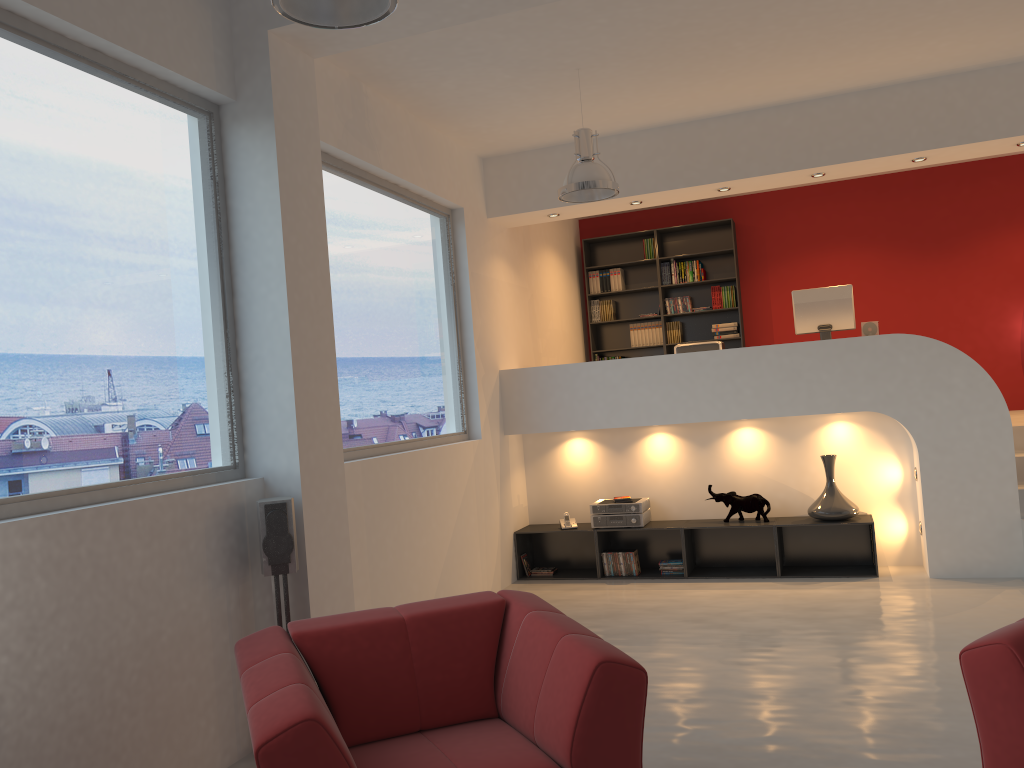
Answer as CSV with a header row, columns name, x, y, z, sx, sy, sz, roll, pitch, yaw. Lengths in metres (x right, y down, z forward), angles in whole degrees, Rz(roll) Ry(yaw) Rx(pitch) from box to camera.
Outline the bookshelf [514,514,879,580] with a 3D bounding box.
name,x,y,z,sx,sy,sz,roll,pitch,yaw
bookshelf,1.397,1.307,7.043,2.764,0.397,0.405,-5,-1,20

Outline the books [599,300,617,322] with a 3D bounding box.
name,x,y,z,sx,sy,sz,roll,pitch,yaw
books,1.077,-0.812,9.957,0.146,0.240,0.170,-5,-1,20

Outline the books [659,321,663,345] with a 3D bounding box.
name,x,y,z,sx,sy,sz,roll,pitch,yaw
books,1.658,-0.555,9.739,0.040,0.260,0.200,-5,-1,20

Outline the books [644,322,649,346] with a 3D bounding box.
name,x,y,z,sx,sy,sz,roll,pitch,yaw
books,1.506,-0.542,9.793,0.040,0.260,0.200,-5,-1,20

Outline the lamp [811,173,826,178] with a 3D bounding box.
name,x,y,z,sx,sy,sz,roll,pitch,yaw
lamp,2.318,-1.579,6.711,0.105,0.011,0.105,-5,-1,8

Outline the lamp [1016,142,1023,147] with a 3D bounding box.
name,x,y,z,sx,sy,sz,roll,pitch,yaw
lamp,3.614,-1.691,6.247,0.105,0.011,0.105,-5,-1,8

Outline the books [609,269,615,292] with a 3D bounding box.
name,x,y,z,sx,sy,sz,roll,pitch,yaw
books,1.142,-1.145,9.919,0.040,0.260,0.200,-5,-1,20

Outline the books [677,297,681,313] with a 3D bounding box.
name,x,y,z,sx,sy,sz,roll,pitch,yaw
books,1.833,-0.852,9.696,0.031,0.190,0.135,-5,-1,20

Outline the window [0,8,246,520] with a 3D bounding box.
name,x,y,z,sx,sy,sz,roll,pitch,yaw
window,-1.790,-0.436,3.140,0.100,1.800,2.400,-5,-1,20

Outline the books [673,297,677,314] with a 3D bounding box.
name,x,y,z,sx,sy,sz,roll,pitch,yaw
books,1.791,-0.849,9.711,0.031,0.190,0.135,-5,-1,20

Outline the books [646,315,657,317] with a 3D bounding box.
name,x,y,z,sx,sy,sz,roll,pitch,yaw
books,1.518,-0.737,9.809,0.190,0.015,0.135,-5,-1,20

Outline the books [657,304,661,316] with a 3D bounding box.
name,x,y,z,sx,sy,sz,roll,pitch,yaw
books,1.635,-0.833,9.766,0.063,0.187,0.135,-5,-1,20

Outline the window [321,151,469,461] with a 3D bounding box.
name,x,y,z,sx,sy,sz,roll,pitch,yaw
window,-0.848,-0.452,5.777,0.100,1.800,2.400,-5,-1,20

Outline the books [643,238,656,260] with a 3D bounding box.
name,x,y,z,sx,sy,sz,roll,pitch,yaw
books,1.541,-1.472,9.787,0.146,0.240,0.170,-5,-1,20

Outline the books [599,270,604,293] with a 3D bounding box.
name,x,y,z,sx,sy,sz,roll,pitch,yaw
books,1.028,-1.135,9.960,0.040,0.260,0.200,-5,-1,20

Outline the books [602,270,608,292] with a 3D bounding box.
name,x,y,z,sx,sy,sz,roll,pitch,yaw
books,1.066,-1.139,9.947,0.040,0.260,0.200,-5,-1,20

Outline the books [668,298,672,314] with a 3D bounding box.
name,x,y,z,sx,sy,sz,roll,pitch,yaw
books,1.749,-0.845,9.726,0.031,0.190,0.135,-5,-1,20

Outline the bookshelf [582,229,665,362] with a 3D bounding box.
name,x,y,z,sx,sy,sz,roll,pitch,yaw
bookshelf,1.299,-0.538,9.833,0.816,2.213,0.305,-5,-1,20

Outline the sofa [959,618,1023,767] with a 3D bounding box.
name,x,y,z,sx,sy,sz,roll,pitch,yaw
sofa,2.165,0.965,2.079,0.951,0.738,1.929,-4,-1,-30

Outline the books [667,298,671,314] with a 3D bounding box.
name,x,y,z,sx,sy,sz,roll,pitch,yaw
books,1.734,-0.844,9.731,0.031,0.190,0.135,-5,-1,20

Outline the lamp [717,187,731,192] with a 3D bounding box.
name,x,y,z,sx,sy,sz,roll,pitch,yaw
lamp,1.661,-1.522,6.945,0.105,0.011,0.105,-5,-1,8

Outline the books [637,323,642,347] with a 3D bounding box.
name,x,y,z,sx,sy,sz,roll,pitch,yaw
books,1.430,-0.536,9.820,0.040,0.260,0.200,-5,-1,20

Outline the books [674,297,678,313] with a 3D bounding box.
name,x,y,z,sx,sy,sz,roll,pitch,yaw
books,1.805,-0.850,9.706,0.031,0.190,0.135,-5,-1,20

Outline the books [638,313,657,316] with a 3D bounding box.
name,x,y,z,sx,sy,sz,roll,pitch,yaw
books,1.505,-0.766,9.813,0.190,0.015,0.135,-5,-1,20

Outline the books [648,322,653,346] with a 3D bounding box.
name,x,y,z,sx,sy,sz,roll,pitch,yaw
books,1.544,-0.546,9.780,0.040,0.260,0.200,-5,-1,20

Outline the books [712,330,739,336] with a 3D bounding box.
name,x,y,z,sx,sy,sz,roll,pitch,yaw
books,2.291,-0.541,9.496,0.260,0.040,0.200,-5,-1,20

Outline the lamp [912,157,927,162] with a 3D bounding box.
name,x,y,z,sx,sy,sz,roll,pitch,yaw
lamp,2.975,-1.636,6.476,0.105,0.011,0.105,-5,-1,8

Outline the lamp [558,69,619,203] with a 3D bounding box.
name,x,y,z,sx,sy,sz,roll,pitch,yaw
lamp,0.444,-1.568,5.515,0.379,0.800,0.379,-4,-1,-9

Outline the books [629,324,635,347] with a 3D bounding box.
name,x,y,z,sx,sy,sz,roll,pitch,yaw
books,1.354,-0.529,9.848,0.040,0.260,0.200,-5,-1,20

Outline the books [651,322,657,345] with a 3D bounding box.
name,x,y,z,sx,sy,sz,roll,pitch,yaw
books,1.582,-0.549,9.766,0.040,0.260,0.200,-5,-1,20

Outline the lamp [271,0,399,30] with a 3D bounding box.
name,x,y,z,sx,sy,sz,roll,pitch,yaw
lamp,-0.564,-1.551,2.689,0.379,0.800,0.379,-3,-2,-42

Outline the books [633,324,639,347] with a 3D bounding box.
name,x,y,z,sx,sy,sz,roll,pitch,yaw
books,1.392,-0.532,9.834,0.040,0.260,0.200,-5,-1,20

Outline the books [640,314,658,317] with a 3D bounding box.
name,x,y,z,sx,sy,sz,roll,pitch,yaw
books,1.524,-0.752,9.807,0.190,0.015,0.135,-5,-1,20

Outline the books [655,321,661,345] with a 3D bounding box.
name,x,y,z,sx,sy,sz,roll,pitch,yaw
books,1.620,-0.552,9.752,0.040,0.260,0.200,-5,-1,20

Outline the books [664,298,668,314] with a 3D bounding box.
name,x,y,z,sx,sy,sz,roll,pitch,yaw
books,1.706,-0.841,9.741,0.031,0.190,0.135,-5,-1,20

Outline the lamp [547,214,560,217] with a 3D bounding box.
name,x,y,z,sx,sy,sz,roll,pitch,yaw
lamp,0.347,-1.407,7.415,0.105,0.011,0.105,-5,-1,23

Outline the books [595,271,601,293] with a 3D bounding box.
name,x,y,z,sx,sy,sz,roll,pitch,yaw
books,0.990,-1.132,9.974,0.040,0.260,0.200,-5,-1,20

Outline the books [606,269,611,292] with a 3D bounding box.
name,x,y,z,sx,sy,sz,roll,pitch,yaw
books,1.104,-1.142,9.933,0.040,0.260,0.200,-5,-1,20

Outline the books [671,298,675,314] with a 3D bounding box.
name,x,y,z,sx,sy,sz,roll,pitch,yaw
books,1.777,-0.847,9.716,0.031,0.190,0.135,-5,-1,20

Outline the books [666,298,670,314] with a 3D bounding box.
name,x,y,z,sx,sy,sz,roll,pitch,yaw
books,1.720,-0.842,9.736,0.031,0.190,0.135,-5,-1,20

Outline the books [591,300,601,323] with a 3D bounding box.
name,x,y,z,sx,sy,sz,roll,pitch,yaw
books,0.964,-0.810,9.998,0.090,0.256,0.181,-5,-1,20

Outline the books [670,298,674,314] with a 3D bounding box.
name,x,y,z,sx,sy,sz,roll,pitch,yaw
books,1.763,-0.846,9.721,0.031,0.190,0.135,-5,-1,20

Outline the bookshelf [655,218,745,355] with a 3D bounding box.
name,x,y,z,sx,sy,sz,roll,pitch,yaw
bookshelf,2.065,-0.604,9.559,0.816,2.213,0.305,-5,-1,20

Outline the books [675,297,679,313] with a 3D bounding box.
name,x,y,z,sx,sy,sz,roll,pitch,yaw
books,1.819,-0.851,9.701,0.031,0.190,0.135,-5,-1,20

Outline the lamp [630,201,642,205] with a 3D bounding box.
name,x,y,z,sx,sy,sz,roll,pitch,yaw
lamp,1.004,-1.465,7.180,0.105,0.011,0.105,-5,-1,8

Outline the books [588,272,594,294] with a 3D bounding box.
name,x,y,z,sx,sy,sz,roll,pitch,yaw
books,0.914,-1.125,10.001,0.040,0.260,0.200,-5,-1,20

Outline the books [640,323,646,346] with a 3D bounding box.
name,x,y,z,sx,sy,sz,roll,pitch,yaw
books,1.468,-0.539,9.807,0.040,0.260,0.200,-5,-1,20

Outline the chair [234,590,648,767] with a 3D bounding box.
name,x,y,z,sx,sy,sz,roll,pitch,yaw
chair,-0.257,1.174,2.888,1.288,0.738,0.951,-4,-1,-20

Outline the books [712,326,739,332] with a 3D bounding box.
name,x,y,z,sx,sy,sz,roll,pitch,yaw
books,2.283,-0.580,9.498,0.260,0.040,0.200,-5,-1,19

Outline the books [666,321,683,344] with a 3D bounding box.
name,x,y,z,sx,sy,sz,roll,pitch,yaw
books,1.781,-0.556,9.707,0.146,0.240,0.170,-5,-1,20

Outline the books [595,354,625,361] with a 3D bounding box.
name,x,y,z,sx,sy,sz,roll,pitch,yaw
books,1.122,-0.204,9.921,0.341,0.286,0.231,-5,-1,20

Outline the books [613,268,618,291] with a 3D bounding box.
name,x,y,z,sx,sy,sz,roll,pitch,yaw
books,1.180,-1.149,9.906,0.040,0.260,0.200,-5,-1,20

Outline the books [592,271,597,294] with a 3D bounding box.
name,x,y,z,sx,sy,sz,roll,pitch,yaw
books,0.952,-1.129,9.987,0.040,0.260,0.200,-5,-1,20

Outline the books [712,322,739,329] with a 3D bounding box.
name,x,y,z,sx,sy,sz,roll,pitch,yaw
books,2.287,-0.621,9.487,0.260,0.040,0.200,-5,-1,20

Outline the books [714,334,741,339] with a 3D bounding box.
name,x,y,z,sx,sy,sz,roll,pitch,yaw
books,2.312,-0.502,9.493,0.260,0.040,0.200,-5,-1,21

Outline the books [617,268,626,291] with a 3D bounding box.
name,x,y,z,sx,sy,sz,roll,pitch,yaw
books,1.218,-1.152,9.892,0.040,0.260,0.200,-5,-1,20
